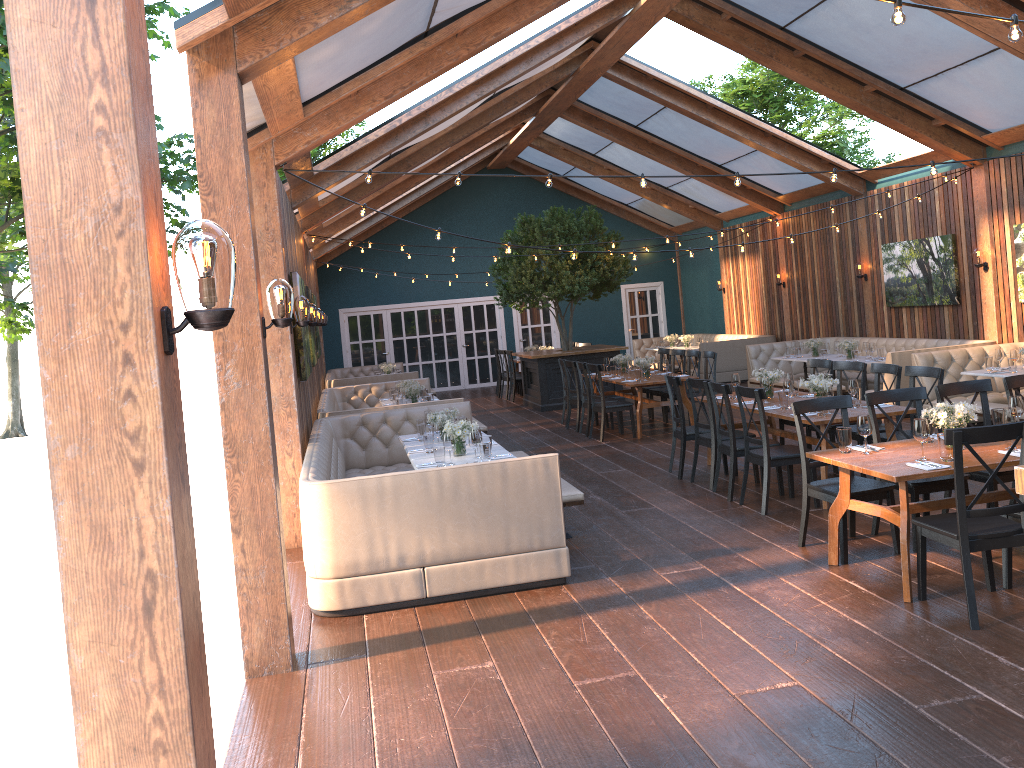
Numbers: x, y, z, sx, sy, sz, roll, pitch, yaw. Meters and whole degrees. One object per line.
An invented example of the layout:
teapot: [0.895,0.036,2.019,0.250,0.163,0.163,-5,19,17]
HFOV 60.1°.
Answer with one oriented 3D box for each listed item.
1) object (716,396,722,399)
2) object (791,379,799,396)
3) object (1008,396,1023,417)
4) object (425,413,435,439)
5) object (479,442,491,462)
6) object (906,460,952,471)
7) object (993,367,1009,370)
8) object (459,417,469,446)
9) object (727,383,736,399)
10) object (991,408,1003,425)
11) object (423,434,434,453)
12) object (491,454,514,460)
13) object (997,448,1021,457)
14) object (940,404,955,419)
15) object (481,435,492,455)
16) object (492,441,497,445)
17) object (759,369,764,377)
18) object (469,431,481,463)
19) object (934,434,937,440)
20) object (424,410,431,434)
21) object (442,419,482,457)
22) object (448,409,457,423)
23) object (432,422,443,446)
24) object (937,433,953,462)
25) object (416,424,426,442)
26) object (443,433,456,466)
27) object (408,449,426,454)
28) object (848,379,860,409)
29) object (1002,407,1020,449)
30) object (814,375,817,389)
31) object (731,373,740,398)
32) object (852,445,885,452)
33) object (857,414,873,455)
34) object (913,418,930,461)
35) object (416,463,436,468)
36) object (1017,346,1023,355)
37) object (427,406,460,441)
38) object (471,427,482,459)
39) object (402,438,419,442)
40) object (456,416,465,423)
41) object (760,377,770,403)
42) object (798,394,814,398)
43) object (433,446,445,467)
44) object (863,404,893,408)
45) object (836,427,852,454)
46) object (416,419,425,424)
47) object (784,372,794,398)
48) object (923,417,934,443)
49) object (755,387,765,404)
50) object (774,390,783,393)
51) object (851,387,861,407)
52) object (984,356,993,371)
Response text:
object: [2.153,0.136,9.117,0.255,0.019,0.158,-6,5,-11]
object: [2.797,0.039,8.768,0.091,0.158,0.092,-5,2,16]
object: [3.288,0.203,5.766,0.092,0.244,0.092,-4,2,32]
object: [-0.778,0.402,8.389,0.092,0.244,0.092,-4,2,37]
object: [-0.201,0.531,6.747,0.092,0.158,0.092,-6,2,-24]
object: [2.362,0.458,5.052,0.157,0.019,0.255,-6,5,-10]
object: [5.502,-0.176,9.999,0.157,0.019,0.255,-6,5,-10]
object: [-0.423,0.420,7.792,0.092,0.244,0.092,-4,2,32]
object: [2.227,0.073,8.959,0.091,0.158,0.092,-4,2,36]
object: [3.223,0.245,5.848,0.091,0.158,0.092,-5,2,16]
object: [-0.707,0.509,7.548,0.092,0.158,0.092,-6,2,-24]
object: [-0.118,0.573,6.991,0.255,0.019,0.158,-6,5,-11]
object: [2.958,0.395,5.170,0.157,0.019,0.255,-6,5,-10]
object: [2.788,0.256,5.654,0.092,0.244,0.092,-4,2,32]
object: [-0.202,0.498,7.137,0.092,0.158,0.092,-6,2,-24]
object: [-0.261,0.524,7.728,0.255,0.019,0.158,-6,5,-11]
object: [2.630,-0.030,9.252,0.092,0.244,0.092,-4,2,37]
object: [-0.285,0.489,6.820,0.092,0.244,0.092,-4,2,32]
object: [2.862,0.350,5.811,0.157,0.019,0.255,-6,5,-10]
object: [-0.811,0.385,8.628,0.092,0.244,0.092,-4,2,37]
object: [-0.433,0.431,7.280,0.330,0.309,0.336,-7,4,-36]
object: [-0.576,0.368,8.578,0.092,0.244,0.092,-4,2,37]
object: [-0.638,0.453,7.628,0.092,0.244,0.092,-4,2,32]
object: [2.518,0.368,5.127,0.091,0.158,0.092,-5,2,16]
object: [-0.847,0.458,8.309,0.092,0.158,0.092,-6,2,-24]
object: [-0.482,0.504,6.847,0.092,0.244,0.092,-4,2,32]
object: [-0.779,0.573,7.696,0.255,0.019,0.158,-6,5,-11]
object: [2.927,0.083,7.579,0.092,0.244,0.092,-4,2,32]
object: [3.001,0.265,5.319,0.092,0.244,0.092,-4,2,32]
object: [2.837,0.042,8.168,0.092,0.244,0.092,-4,2,32]
object: [2.293,0.016,9.056,0.092,0.244,0.092,-4,2,37]
object: [2.290,0.410,5.695,0.157,0.019,0.255,-6,5,-10]
object: [2.212,0.317,5.543,0.092,0.244,0.092,-4,2,32]
object: [2.412,0.327,5.206,0.092,0.244,0.092,-4,2,32]
object: [-0.624,0.624,6.915,0.255,0.019,0.158,-6,5,-11]
object: [5.597,-0.282,9.427,0.328,0.309,0.337,-4,3,11]
object: [-0.636,0.371,8.212,0.328,0.309,0.337,-4,3,11]
object: [-0.279,0.469,7.055,0.092,0.244,0.092,-4,2,32]
object: [-0.920,0.522,8.457,0.255,0.019,0.158,-6,5,-11]
object: [-0.499,0.397,8.659,0.092,0.158,0.092,-6,2,-24]
object: [2.421,0.056,8.464,0.092,0.244,0.092,-4,2,32]
object: [2.896,0.112,8.620,0.255,0.019,0.158,-6,5,-11]
object: [-0.552,0.560,6.767,0.092,0.158,0.092,-6,2,-24]
object: [3.090,0.187,7.518,0.255,0.019,0.158,-6,5,-11]
object: [2.119,0.360,5.635,0.091,0.158,0.092,-5,2,16]
object: [-0.888,0.428,8.703,0.092,0.158,0.092,-6,2,-24]
object: [2.721,0.010,8.669,0.092,0.244,0.092,-4,2,32]
object: [2.694,0.301,5.737,0.091,0.158,0.092,-5,2,16]
object: [2.351,0.112,8.384,0.091,0.158,0.092,-5,2,16]
object: [2.801,0.071,9.209,0.255,0.019,0.158,-6,5,-11]
object: [2.985,0.113,7.673,0.091,0.158,0.092,-5,2,16]
object: [5.350,-0.226,9.919,0.092,0.158,0.092,-6,2,-24]
